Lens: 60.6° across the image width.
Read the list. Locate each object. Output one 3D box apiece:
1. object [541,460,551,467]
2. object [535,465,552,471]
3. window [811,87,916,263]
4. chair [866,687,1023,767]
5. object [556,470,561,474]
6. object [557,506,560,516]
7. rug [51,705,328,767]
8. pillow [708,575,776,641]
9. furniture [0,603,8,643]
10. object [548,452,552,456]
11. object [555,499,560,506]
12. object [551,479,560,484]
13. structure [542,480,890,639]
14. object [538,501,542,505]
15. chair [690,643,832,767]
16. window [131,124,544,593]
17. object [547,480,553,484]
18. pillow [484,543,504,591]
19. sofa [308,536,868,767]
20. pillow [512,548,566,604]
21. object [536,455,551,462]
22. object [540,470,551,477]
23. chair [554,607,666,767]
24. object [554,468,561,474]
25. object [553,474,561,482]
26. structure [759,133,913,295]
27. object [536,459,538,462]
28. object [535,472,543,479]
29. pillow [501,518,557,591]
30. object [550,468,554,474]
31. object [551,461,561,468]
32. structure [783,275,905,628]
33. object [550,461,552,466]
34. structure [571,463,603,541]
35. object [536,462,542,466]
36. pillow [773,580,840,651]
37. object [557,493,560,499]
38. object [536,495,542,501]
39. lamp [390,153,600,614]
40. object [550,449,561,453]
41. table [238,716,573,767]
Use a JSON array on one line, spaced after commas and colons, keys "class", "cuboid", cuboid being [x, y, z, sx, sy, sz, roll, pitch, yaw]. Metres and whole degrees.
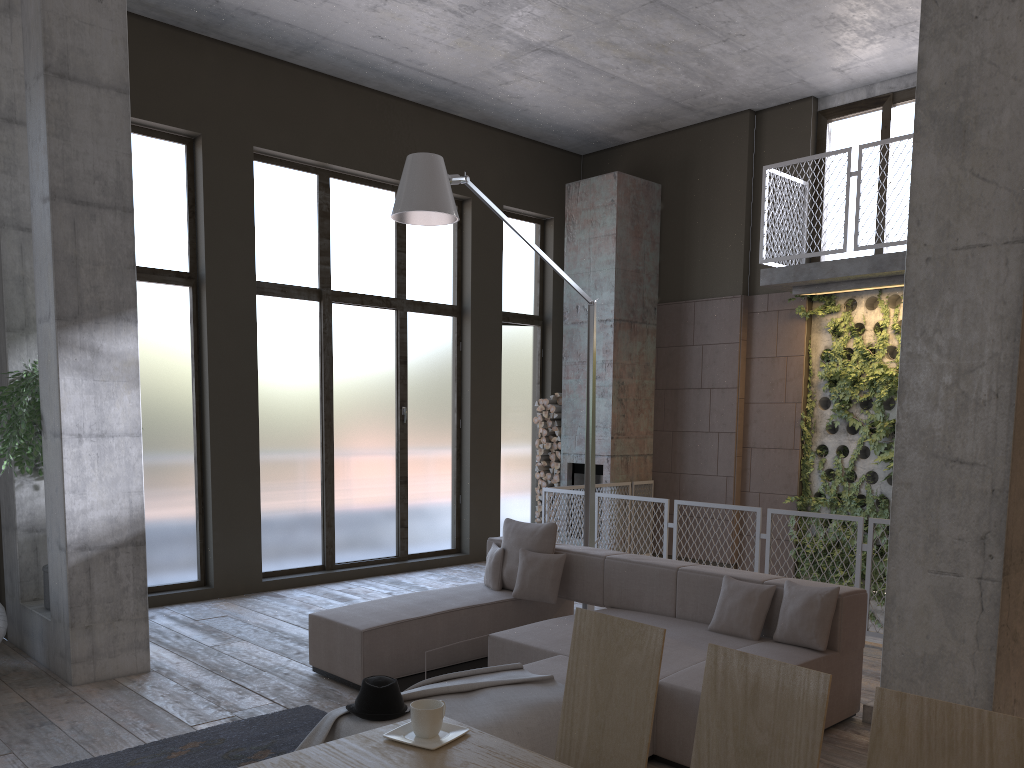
[{"class": "object", "cuboid": [0.566, 1.018, 11.247, 0.434, 0.080, 0.114, 2, -1, -43]}, {"class": "object", "cuboid": [0.470, 1.071, 11.194, 0.422, 0.073, 0.071, 2, 0, -43]}, {"class": "window", "cuboid": [4.478, -2.017, 8.078, 0.109, 1.767, 3.551, -5, 4, -44]}, {"class": "chair", "cuboid": [0.670, 1.246, 1.605, 0.346, 1.209, 0.718, 6, 7, 43]}, {"class": "object", "cuboid": [0.659, 1.096, 10.971, 0.250, 0.048, 0.062, 2, -1, -44]}, {"class": "object", "cuboid": [0.715, 1.595, 11.065, 0.363, 0.127, 0.063, 2, 3, -42]}, {"class": "rug", "cuboid": [-1.893, 1.883, 3.898, 2.911, 0.049, 1.157, 3, -3, -43]}, {"class": "pillow", "cuboid": [1.383, 1.358, 5.280, 0.186, 0.363, 0.368, -4, 5, -44]}, {"class": "furniture", "cuboid": [-4.115, 1.695, 5.331, 1.793, 0.820, 1.618, 1, 0, -6]}, {"class": "object", "cuboid": [0.605, 0.882, 11.144, 0.358, 0.075, 0.064, 2, 1, -42]}, {"class": "object", "cuboid": [0.728, 1.484, 11.090, 0.478, 0.084, 0.093, 2, 0, -43]}, {"class": "object", "cuboid": [0.662, 1.223, 11.113, 0.362, 0.068, 0.121, 2, -1, -42]}, {"class": "structure", "cuboid": [2.543, 1.580, 8.574, 1.921, 0.943, 4.410, 1, -2, -44]}, {"class": "object", "cuboid": [0.484, 1.563, 11.401, 0.363, 0.119, 0.069, 2, 2, -44]}, {"class": "chair", "cuboid": [0.334, 1.256, 1.981, 0.719, 1.209, 0.346, -3, 6, -38]}, {"class": "window", "cuboid": [-2.916, -0.145, 8.222, 9.181, 4.216, 0.207, 1, 4, -45]}, {"class": "object", "cuboid": [0.594, 1.238, 11.191, 0.064, 0.075, 0.358, 3, 1, 45]}, {"class": "pillow", "cuboid": [-0.130, 1.429, 6.798, 0.151, 0.380, 0.366, 0, 2, -11]}, {"class": "sofa", "cuboid": [-0.030, 1.559, 5.227, 3.004, 0.793, 2.985, 2, -2, -43]}, {"class": "pillow", "cuboid": [0.198, 1.391, 6.347, 0.376, 0.377, 0.167, 1, 5, 20]}, {"class": "object", "cuboid": [0.505, 0.945, 11.246, 0.454, 0.090, 0.090, 2, 1, -42]}, {"class": "object", "cuboid": [0.549, 1.146, 11.270, 0.454, 0.090, 0.090, 2, 0, -43]}, {"class": "chair", "cuboid": [0.031, 1.268, 2.388, 0.719, 1.209, 0.346, -3, 7, -40]}, {"class": "object", "cuboid": [0.703, 1.095, 11.080, 0.422, 0.068, 0.067, 2, 0, -43]}, {"class": "object", "cuboid": [0.653, 1.172, 10.986, 0.292, 0.104, 0.100, 2, 1, -44]}, {"class": "structure", "cuboid": [3.472, -0.020, 7.327, 3.024, 4.365, 3.662, -3, 4, -43]}, {"class": "object", "cuboid": [0.485, 0.967, 11.311, 0.422, 0.072, 0.067, 2, 1, -42]}, {"class": "object", "cuboid": [0.486, 1.177, 11.333, 0.436, 0.093, 0.091, 2, 1, -43]}, {"class": "pillow", "cuboid": [0.097, 1.296, 6.593, 0.220, 0.563, 0.560, -4, 5, -42]}, {"class": "object", "cuboid": [0.647, 1.099, 11.139, 0.422, 0.068, 0.067, 2, 0, -43]}, {"class": "object", "cuboid": [0.678, 1.018, 11.107, 0.436, 0.094, 0.092, 2, 1, -43]}, {"class": "structure", "cuboid": [3.871, 0.604, 8.582, 0.999, 3.866, 2.610, -5, 6, -44]}, {"class": "object", "cuboid": [0.644, 1.004, 11.180, 0.362, 0.087, 0.100, 2, 0, -43]}, {"class": "structure", "cuboid": [0.956, 1.429, 10.678, 0.056, 0.938, 0.572, -5, 7, -44]}, {"class": "object", "cuboid": [0.471, 1.034, 11.293, 0.362, 0.068, 0.121, 2, -1, -44]}, {"class": "pillow", "cuboid": [1.670, 1.315, 5.007, 0.187, 0.370, 0.360, -3, 4, -39]}, {"class": "object", "cuboid": [0.741, 1.404, 11.103, 0.434, 0.080, 0.114, 2, -1, -44]}, {"class": "object", "cuboid": [0.487, 1.460, 11.373, 0.435, 0.108, 0.079, 2, 1, -44]}, {"class": "lamp", "cuboid": [0.158, 0.301, 6.671, 0.752, 3.465, 2.612, 5, 5, 34]}, {"class": "object", "cuboid": [0.629, 0.840, 11.078, 0.331, 0.057, 0.088, 2, -1, -43]}, {"class": "table", "cuboid": [1.184, 1.347, 0.473, 1.008, 0.931, 5.166, -1, 0, -44]}]
